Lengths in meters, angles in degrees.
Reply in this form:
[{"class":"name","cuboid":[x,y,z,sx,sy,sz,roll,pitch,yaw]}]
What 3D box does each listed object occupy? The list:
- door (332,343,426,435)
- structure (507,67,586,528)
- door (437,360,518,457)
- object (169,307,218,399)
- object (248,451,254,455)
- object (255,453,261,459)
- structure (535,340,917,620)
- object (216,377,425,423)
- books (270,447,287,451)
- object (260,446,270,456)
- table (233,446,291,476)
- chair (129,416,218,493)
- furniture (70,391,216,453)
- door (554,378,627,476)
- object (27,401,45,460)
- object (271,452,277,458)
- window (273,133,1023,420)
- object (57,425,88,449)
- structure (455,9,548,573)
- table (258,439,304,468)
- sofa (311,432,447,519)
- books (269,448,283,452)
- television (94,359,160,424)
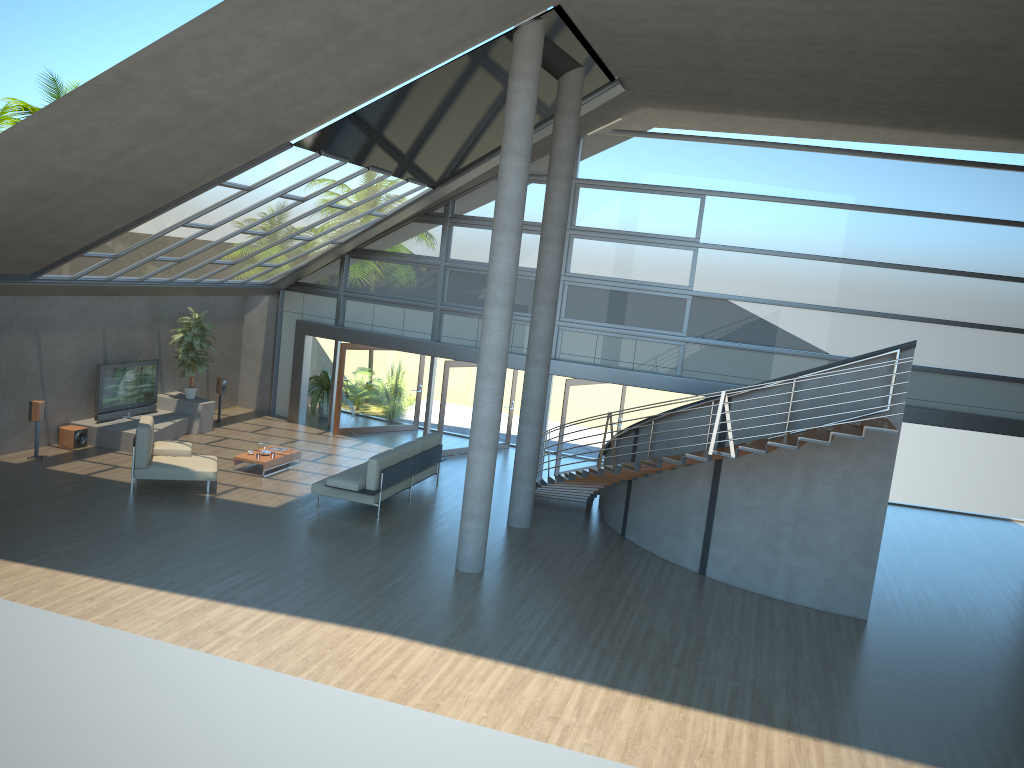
[{"class":"door","cuboid":[-2.883,0.098,19.538,2.298,1.977,0.200,-1,11,-45]},{"class":"structure","cuboid":[0.511,-1.307,13.444,0.381,7.125,0.382,2,9,-30]},{"class":"door","cuboid":[-0.700,0.474,18.604,0.200,1.977,2.298,13,10,39]},{"class":"object","cuboid":[-6.399,-0.620,17.773,0.932,1.857,0.895,3,8,-25]},{"class":"object","cuboid":[-4.525,1.180,15.361,0.102,0.086,0.100,9,8,20]},{"class":"object","cuboid":[-4.335,1.226,15.123,0.085,0.101,0.070,8,8,14]},{"class":"structure","cuboid":[2.298,0.765,12.732,2.349,3.653,6.809,1,9,-36]},{"class":"object","cuboid":[-8.429,0.352,16.868,7.863,0.982,21.345,9,8,19]},{"class":"books","cuboid":[-4.192,1.173,15.963,0.275,0.005,0.189,6,8,-1]},{"class":"object","cuboid":[-4.292,1.159,15.432,0.178,0.161,0.178,2,9,-33]},{"class":"table","cuboid":[-4.295,1.342,15.616,0.600,0.250,1.200,9,8,16]},{"class":"chair","cuboid":[-5.254,1.079,13.898,1.244,1.023,1.217,4,8,-18]},{"class":"furniture","cuboid":[-6.719,0.705,16.986,1.577,0.610,2.936,9,8,16]},{"class":"door","cuboid":[1.619,0.836,17.885,0.200,1.977,2.298,12,9,36]},{"class":"object","cuboid":[-7.736,0.749,14.420,0.234,0.959,0.171,4,8,-19]},{"class":"object","cuboid":[-4.121,1.224,15.319,0.070,0.101,0.085,14,10,43]},{"class":"window","cuboid":[2.682,-1.334,17.391,16.616,6.630,1.098,8,8,14]},{"class":"object","cuboid":[-7.716,0.921,15.537,0.425,0.323,0.362,9,8,16]},{"class":"structure","cuboid":[-0.155,-1.085,11.227,0.381,7.125,0.382,9,8,16]},{"class":"table","cuboid":[-4.175,1.250,15.990,0.680,0.342,0.400,9,8,16]},{"class":"sofa","cuboid":[-2.148,1.380,14.685,1.166,0.947,3.079,9,8,15]},{"class":"books","cuboid":[-4.223,1.180,15.920,0.275,0.005,0.189,6,8,-4]},{"class":"television","cuboid":[-7.178,0.117,16.582,0.396,1.063,1.568,9,8,16]}]
